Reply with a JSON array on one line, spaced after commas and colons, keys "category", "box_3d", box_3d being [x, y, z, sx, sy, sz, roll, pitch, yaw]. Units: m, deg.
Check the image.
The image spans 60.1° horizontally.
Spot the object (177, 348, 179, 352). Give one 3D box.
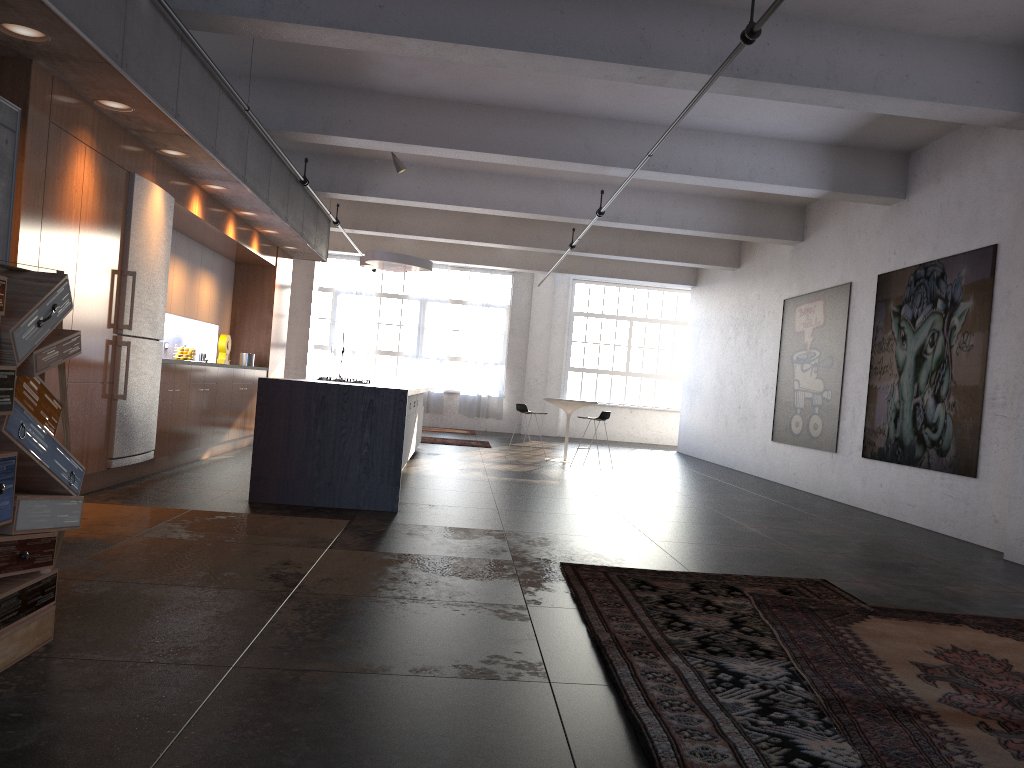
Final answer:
[{"category": "object", "box_3d": [-3.715, -0.378, 9.891, 0.062, 0.053, 0.052, 5, 0, 43]}]

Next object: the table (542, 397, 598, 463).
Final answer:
[{"category": "table", "box_3d": [0.850, 0.714, 13.573, 0.831, 0.952, 0.826, 5, 0, -5]}]

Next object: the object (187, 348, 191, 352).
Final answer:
[{"category": "object", "box_3d": [-3.634, -0.382, 9.974, 0.063, 0.051, 0.053, 5, 0, -12]}]

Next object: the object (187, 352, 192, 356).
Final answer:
[{"category": "object", "box_3d": [-2.950, -1.377, 8.827, 0.054, 2.228, 2.368, 4, 0, -28]}]

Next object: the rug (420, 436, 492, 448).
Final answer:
[{"category": "rug", "box_3d": [-1.824, 0.961, 15.741, 2.896, 0.029, 1.847, 5, 0, -5]}]

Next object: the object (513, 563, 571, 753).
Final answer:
[{"category": "object", "box_3d": [-2.437, 1.026, 7.074, 19.821, 0.001, 27.095, 5, 0, -4]}]

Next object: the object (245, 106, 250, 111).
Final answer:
[{"category": "object", "box_3d": [-3.657, -0.339, 9.965, 0.052, 0.053, 0.062, 5, 0, 2]}]

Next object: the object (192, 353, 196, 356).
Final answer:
[{"category": "object", "box_3d": [-4.567, -1.532, 4.144, 0.061, 2.210, 11.894, 5, 0, 10]}]

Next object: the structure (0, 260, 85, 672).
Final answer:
[{"category": "structure", "box_3d": [-1.782, 0.251, 2.459, 0.640, 1.315, 1.906, 5, 0, -4]}]

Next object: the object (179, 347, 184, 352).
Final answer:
[{"category": "object", "box_3d": [-3.670, -0.388, 9.841, 0.058, 0.060, 0.051, 5, 0, 30]}]

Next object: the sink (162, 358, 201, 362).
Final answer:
[{"category": "sink", "box_3d": [-3.497, -0.161, 9.009, 0.525, 0.192, 0.726, 5, 0, -4]}]

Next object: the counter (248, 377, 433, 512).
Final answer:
[{"category": "counter", "box_3d": [-1.617, 0.483, 10.175, 1.146, 0.971, 6.630, 5, 0, -3]}]

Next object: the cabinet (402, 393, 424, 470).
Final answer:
[{"category": "cabinet", "box_3d": [-1.645, 0.513, 10.785, 0.925, 0.930, 5.626, 5, 0, -3]}]

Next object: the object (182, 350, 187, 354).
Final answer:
[{"category": "object", "box_3d": [-2.881, -1.380, 7.187, 0.057, 2.190, 5.573, 5, 0, -14]}]

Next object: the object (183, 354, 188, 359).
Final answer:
[{"category": "object", "box_3d": [-3.633, -0.307, 9.847, 0.053, 0.053, 0.061, 5, 0, -23]}]

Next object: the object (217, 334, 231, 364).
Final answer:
[{"category": "object", "box_3d": [-3.637, -0.437, 11.224, 0.100, 0.381, 0.273, 5, 0, -4]}]

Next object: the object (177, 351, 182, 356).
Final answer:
[{"category": "object", "box_3d": [-3.694, -0.340, 9.843, 0.053, 0.054, 0.060, 5, 0, -13]}]

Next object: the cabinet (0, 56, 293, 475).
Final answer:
[{"category": "cabinet", "box_3d": [-4.313, -0.719, 9.080, 2.388, 2.563, 8.074, 5, 0, -4]}]

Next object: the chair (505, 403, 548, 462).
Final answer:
[{"category": "chair", "box_3d": [0.240, 0.750, 13.189, 0.514, 0.895, 0.455, 5, 1, -28]}]

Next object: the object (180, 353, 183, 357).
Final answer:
[{"category": "object", "box_3d": [-3.695, -0.329, 9.906, 0.061, 0.053, 0.052, 5, 0, 38]}]

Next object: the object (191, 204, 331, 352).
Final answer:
[{"category": "object", "box_3d": [-3.588, -0.374, 9.951, 0.057, 0.060, 0.053, 5, 0, 18]}]

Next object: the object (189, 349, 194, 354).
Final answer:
[{"category": "object", "box_3d": [-2.814, -1.379, 6.584, 0.054, 2.169, 6.803, 5, 0, -12]}]

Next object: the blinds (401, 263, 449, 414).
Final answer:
[{"category": "blinds", "box_3d": [-1.953, -1.171, 20.404, 1.042, 3.698, 0.336, 5, 1, -9]}]

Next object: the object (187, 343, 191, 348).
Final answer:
[{"category": "object", "box_3d": [-3.868, -0.380, 10.570, 0.060, 0.210, 0.144, 5, 0, -4]}]

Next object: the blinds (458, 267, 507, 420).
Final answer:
[{"category": "blinds", "box_3d": [-0.590, -1.062, 20.552, 1.035, 3.751, 0.340, 5, 1, -8]}]

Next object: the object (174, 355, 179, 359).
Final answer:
[{"category": "object", "box_3d": [-4.775, 0.109, 3.546, 0.054, 1.095, 12.819, 5, 0, 9]}]

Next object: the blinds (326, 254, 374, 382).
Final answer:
[{"category": "blinds", "box_3d": [-3.646, -1.303, 20.235, 1.037, 3.675, 0.359, 5, 1, -6]}]

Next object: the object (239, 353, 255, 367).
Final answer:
[{"category": "object", "box_3d": [-3.550, -0.325, 11.871, 0.186, 0.170, 0.195, 5, 0, 44]}]

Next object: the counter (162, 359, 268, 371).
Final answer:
[{"category": "counter", "box_3d": [-4.013, -0.271, 9.866, 1.613, 0.039, 4.443, 5, 0, -4]}]

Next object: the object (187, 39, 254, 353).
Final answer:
[{"category": "object", "box_3d": [-3.618, -0.339, 9.926, 0.050, 0.053, 0.065, 5, 0, 33]}]

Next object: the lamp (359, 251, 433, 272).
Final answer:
[{"category": "lamp", "box_3d": [-1.789, -1.768, 12.846, 1.056, 0.130, 1.030, 5, 0, 42]}]

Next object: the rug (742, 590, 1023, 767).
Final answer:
[{"category": "rug", "box_3d": [1.922, 1.195, 3.124, 1.870, 0.048, 3.535, 5, 0, 5]}]

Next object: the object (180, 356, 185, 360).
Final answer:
[{"category": "object", "box_3d": [-3.671, -0.286, 9.867, 0.051, 0.055, 0.060, 5, 0, -14]}]

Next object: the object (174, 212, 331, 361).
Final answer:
[{"category": "object", "box_3d": [-4.883, 0.039, 3.485, 0.945, 1.215, 13.245, 5, 0, 7]}]

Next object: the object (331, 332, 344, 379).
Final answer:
[{"category": "object", "box_3d": [-3.677, -0.121, 18.247, 1.185, 1.920, 1.051, 5, 0, -5]}]

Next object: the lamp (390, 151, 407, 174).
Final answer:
[{"category": "lamp", "box_3d": [-1.443, -2.823, 11.274, 0.225, 0.287, 0.130, 5, 1, -21]}]

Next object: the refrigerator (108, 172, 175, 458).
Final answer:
[{"category": "refrigerator", "box_3d": [-3.069, -0.526, 7.229, 0.221, 2.191, 0.950, 5, 1, -6]}]

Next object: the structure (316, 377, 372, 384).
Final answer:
[{"category": "structure", "box_3d": [-1.731, -0.024, 9.218, 0.514, 0.072, 0.637, 5, 0, -4]}]

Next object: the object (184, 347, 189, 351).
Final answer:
[{"category": "object", "box_3d": [-2.753, -1.398, 5.087, 0.059, 2.165, 9.823, 5, 0, -10]}]

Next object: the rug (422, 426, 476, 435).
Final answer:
[{"category": "rug", "box_3d": [-2.352, 0.947, 19.387, 3.144, 0.009, 1.806, 5, 0, -6]}]

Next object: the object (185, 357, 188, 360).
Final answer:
[{"category": "object", "box_3d": [-3.431, -1.700, 6.967, 0.058, 2.868, 5.938, 5, 0, -2]}]

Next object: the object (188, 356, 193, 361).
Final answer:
[{"category": "object", "box_3d": [-3.114, -1.368, 11.245, 0.057, 2.310, 2.948, 5, 0, 15]}]
